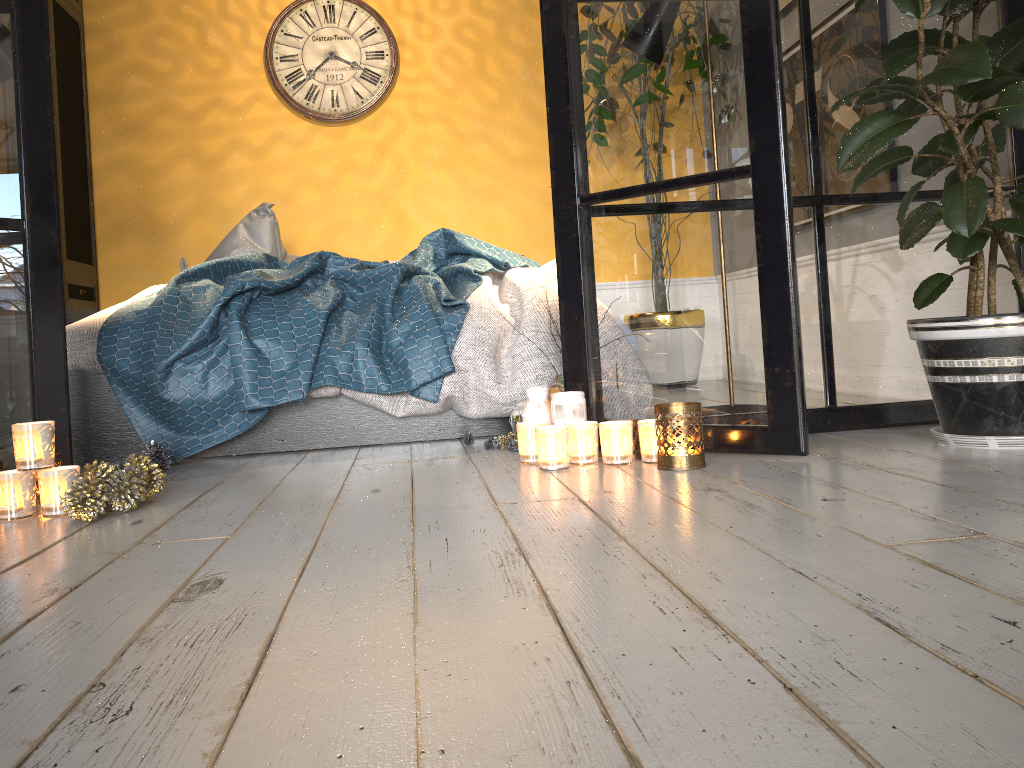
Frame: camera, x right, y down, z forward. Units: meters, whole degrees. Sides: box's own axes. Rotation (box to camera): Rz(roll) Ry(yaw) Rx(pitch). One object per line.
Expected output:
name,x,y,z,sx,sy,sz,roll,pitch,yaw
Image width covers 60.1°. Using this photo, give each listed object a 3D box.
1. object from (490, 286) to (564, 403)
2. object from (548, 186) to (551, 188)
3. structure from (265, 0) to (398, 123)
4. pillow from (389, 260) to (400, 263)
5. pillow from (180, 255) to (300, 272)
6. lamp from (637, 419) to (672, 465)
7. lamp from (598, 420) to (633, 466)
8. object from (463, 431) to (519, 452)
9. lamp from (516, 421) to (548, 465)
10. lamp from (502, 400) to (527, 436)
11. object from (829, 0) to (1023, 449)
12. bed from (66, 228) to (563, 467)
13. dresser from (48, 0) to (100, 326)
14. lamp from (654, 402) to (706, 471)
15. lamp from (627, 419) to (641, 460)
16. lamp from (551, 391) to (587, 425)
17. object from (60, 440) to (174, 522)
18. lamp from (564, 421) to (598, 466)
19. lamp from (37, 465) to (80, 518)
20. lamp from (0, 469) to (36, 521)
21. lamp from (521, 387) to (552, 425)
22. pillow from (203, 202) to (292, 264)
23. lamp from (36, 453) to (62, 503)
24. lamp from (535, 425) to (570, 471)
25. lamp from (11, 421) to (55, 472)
object,0.200,-0.091,2.566,0.436,0.522,0.279,-3,0,34
object,0.773,-1.088,4.667,1.346,2.206,1.247,-4,0,-20
structure,-0.996,-1.810,4.893,0.727,0.725,0.070,-4,-1,-7
pillow,-0.537,-0.485,4.180,0.484,0.227,0.594,-2,3,42
pillow,-1.282,-0.454,4.513,0.757,0.455,0.513,-5,2,-35
lamp,0.336,0.134,2.067,0.080,0.099,0.081,-3,1,34
lamp,0.246,0.139,2.078,0.080,0.099,0.081,-3,1,34
object,-0.047,0.163,2.535,0.087,0.053,0.325,-5,3,-43
lamp,0.053,0.146,2.192,0.081,0.099,0.080,-4,1,-42
lamp,0.043,0.115,2.550,0.108,0.131,0.096,-4,1,-36
object,-0.462,-0.649,1.796,3.897,1.796,1.010,-4,0,-7
bed,-0.605,-0.232,3.732,1.898,0.770,2.324,-4,3,-6
dresser,-2.456,-1.062,3.989,0.637,2.618,1.431,-4,0,-7
lamp,0.374,0.116,1.976,0.108,0.141,0.107,-4,1,-43
lamp,0.290,0.136,2.168,0.063,0.091,0.063,-4,0,-25
lamp,0.147,0.105,2.225,0.089,0.166,0.092,-4,0,-40
object,-0.900,0.211,2.065,0.192,0.118,0.717,-4,3,-18
lamp,0.169,0.142,2.118,0.080,0.099,0.081,-3,1,34
lamp,-0.948,0.226,1.857,0.080,0.099,0.081,-3,1,34
lamp,-1.040,0.232,1.853,0.080,0.099,0.081,-3,1,34
lamp,0.071,0.100,2.317,0.092,0.180,0.092,-4,0,14
pillow,-1.238,-0.532,4.097,0.782,0.599,0.499,-4,1,-1
lamp,-1.100,0.220,2.079,0.081,0.106,0.081,-4,0,-7
lamp,0.096,0.149,2.066,0.080,0.099,0.081,-3,1,34
lamp,-1.001,0.131,1.855,0.080,0.099,0.081,-3,1,34
